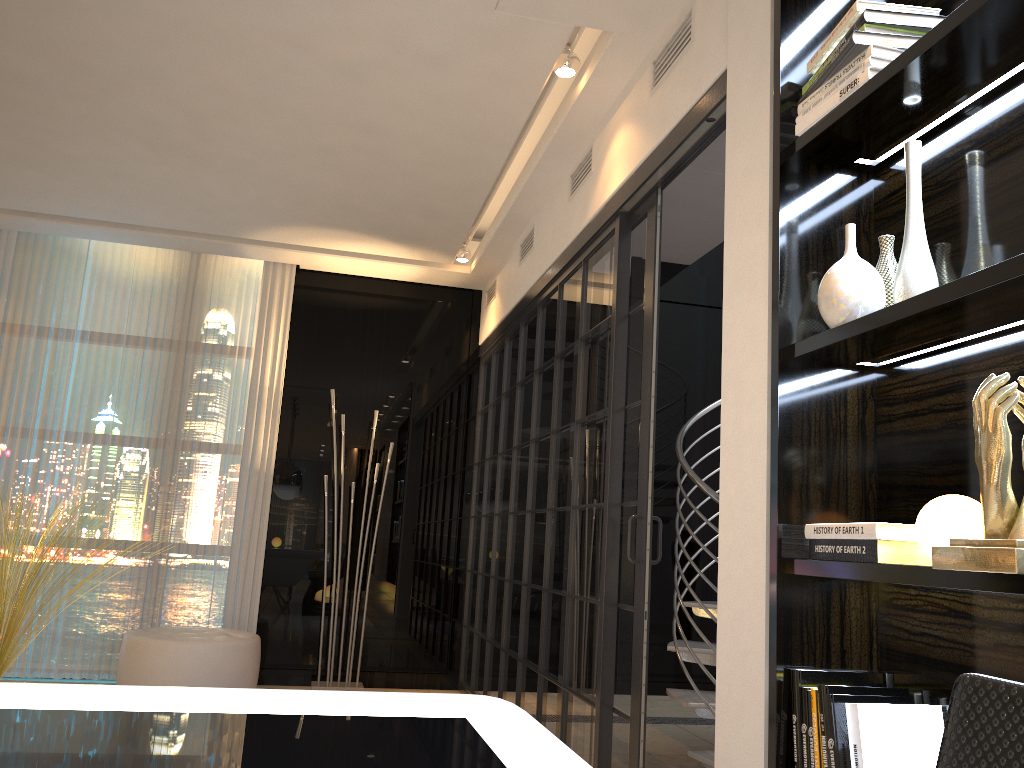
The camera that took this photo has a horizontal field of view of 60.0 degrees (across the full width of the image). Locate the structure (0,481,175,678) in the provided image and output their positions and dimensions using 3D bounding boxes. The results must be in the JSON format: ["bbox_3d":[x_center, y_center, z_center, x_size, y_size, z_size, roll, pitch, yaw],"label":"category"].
[{"bbox_3d":[-2.594,1.008,4.442,1.282,1.142,1.275,-3,-12,34],"label":"structure"}]

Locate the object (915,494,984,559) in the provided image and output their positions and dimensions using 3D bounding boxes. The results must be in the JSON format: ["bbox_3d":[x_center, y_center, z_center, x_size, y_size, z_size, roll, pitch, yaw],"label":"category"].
[{"bbox_3d":[0.761,0.253,1.522,0.125,0.125,0.125,-2,-12,27],"label":"object"}]

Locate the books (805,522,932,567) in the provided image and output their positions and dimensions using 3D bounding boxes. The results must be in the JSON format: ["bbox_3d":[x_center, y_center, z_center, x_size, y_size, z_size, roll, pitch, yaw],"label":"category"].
[{"bbox_3d":[0.731,0.314,1.725,0.209,0.073,0.266,5,-10,-8],"label":"books"}]

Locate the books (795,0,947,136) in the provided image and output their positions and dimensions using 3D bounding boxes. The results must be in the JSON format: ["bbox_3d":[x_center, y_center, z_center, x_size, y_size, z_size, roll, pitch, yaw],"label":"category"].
[{"bbox_3d":[0.781,-0.659,1.908,0.259,0.188,0.302,4,-10,-5],"label":"books"}]

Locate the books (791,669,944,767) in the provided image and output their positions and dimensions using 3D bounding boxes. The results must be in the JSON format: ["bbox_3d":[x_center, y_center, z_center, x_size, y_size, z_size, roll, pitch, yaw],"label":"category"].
[{"bbox_3d":[0.689,0.711,1.720,0.210,0.270,0.236,6,-10,-12],"label":"books"}]

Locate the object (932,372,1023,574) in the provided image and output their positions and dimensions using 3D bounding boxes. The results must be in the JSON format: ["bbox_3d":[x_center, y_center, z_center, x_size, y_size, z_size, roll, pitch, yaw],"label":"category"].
[{"bbox_3d":[0.783,0.136,1.373,0.177,0.311,0.177,6,-10,-12],"label":"object"}]

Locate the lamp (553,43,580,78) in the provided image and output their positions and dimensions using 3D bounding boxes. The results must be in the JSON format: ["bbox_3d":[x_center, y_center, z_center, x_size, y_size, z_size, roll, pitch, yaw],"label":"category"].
[{"bbox_3d":[0.203,-1.216,3.321,0.107,0.127,0.107,9,-12,-30],"label":"lamp"}]

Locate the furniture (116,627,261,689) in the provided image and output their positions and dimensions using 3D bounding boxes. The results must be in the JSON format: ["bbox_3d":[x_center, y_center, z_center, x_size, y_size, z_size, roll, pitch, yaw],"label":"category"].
[{"bbox_3d":[-1.764,1.535,4.870,0.735,0.357,0.735,12,-13,-39],"label":"furniture"}]

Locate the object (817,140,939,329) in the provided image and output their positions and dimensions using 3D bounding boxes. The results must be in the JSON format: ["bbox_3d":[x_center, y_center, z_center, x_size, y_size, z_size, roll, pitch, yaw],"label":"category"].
[{"bbox_3d":[0.741,-0.298,1.827,0.210,0.395,0.180,5,-10,-9],"label":"object"}]

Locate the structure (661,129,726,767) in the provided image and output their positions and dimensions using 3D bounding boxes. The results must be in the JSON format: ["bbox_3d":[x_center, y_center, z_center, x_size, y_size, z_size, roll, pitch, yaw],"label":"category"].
[{"bbox_3d":[1.523,-0.200,4.796,1.964,4.134,3.425,6,-10,-12],"label":"structure"}]

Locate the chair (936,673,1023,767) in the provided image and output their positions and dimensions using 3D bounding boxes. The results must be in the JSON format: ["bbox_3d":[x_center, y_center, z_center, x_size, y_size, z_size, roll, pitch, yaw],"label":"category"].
[{"bbox_3d":[0.120,0.584,0.378,0.496,0.858,0.523,6,-10,-12],"label":"chair"}]

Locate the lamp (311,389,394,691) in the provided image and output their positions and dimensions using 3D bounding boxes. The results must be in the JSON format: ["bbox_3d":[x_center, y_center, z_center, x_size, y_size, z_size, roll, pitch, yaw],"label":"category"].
[{"bbox_3d":[-0.980,0.945,5.397,0.418,1.801,0.200,6,-10,-12],"label":"lamp"}]

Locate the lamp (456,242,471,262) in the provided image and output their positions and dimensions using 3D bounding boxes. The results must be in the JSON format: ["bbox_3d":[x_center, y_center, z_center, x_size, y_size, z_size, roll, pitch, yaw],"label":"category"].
[{"bbox_3d":[-0.309,-0.834,5.603,0.107,0.127,0.107,9,-12,-30],"label":"lamp"}]
